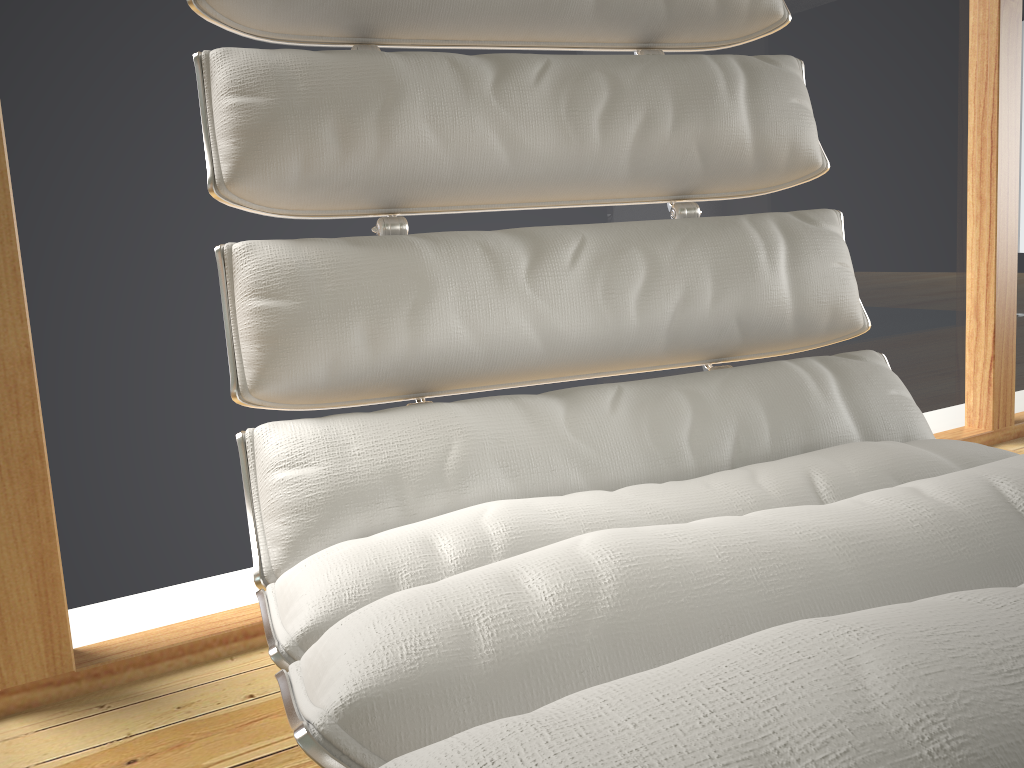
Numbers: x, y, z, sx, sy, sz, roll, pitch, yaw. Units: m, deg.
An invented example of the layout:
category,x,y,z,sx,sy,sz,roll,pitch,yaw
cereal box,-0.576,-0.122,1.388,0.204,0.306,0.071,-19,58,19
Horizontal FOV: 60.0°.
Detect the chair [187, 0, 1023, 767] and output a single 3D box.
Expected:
category,x,y,z,sx,sy,sz,roll,pitch,yaw
chair,0.126,-0.071,0.540,0.570,0.965,0.917,-6,9,-19
